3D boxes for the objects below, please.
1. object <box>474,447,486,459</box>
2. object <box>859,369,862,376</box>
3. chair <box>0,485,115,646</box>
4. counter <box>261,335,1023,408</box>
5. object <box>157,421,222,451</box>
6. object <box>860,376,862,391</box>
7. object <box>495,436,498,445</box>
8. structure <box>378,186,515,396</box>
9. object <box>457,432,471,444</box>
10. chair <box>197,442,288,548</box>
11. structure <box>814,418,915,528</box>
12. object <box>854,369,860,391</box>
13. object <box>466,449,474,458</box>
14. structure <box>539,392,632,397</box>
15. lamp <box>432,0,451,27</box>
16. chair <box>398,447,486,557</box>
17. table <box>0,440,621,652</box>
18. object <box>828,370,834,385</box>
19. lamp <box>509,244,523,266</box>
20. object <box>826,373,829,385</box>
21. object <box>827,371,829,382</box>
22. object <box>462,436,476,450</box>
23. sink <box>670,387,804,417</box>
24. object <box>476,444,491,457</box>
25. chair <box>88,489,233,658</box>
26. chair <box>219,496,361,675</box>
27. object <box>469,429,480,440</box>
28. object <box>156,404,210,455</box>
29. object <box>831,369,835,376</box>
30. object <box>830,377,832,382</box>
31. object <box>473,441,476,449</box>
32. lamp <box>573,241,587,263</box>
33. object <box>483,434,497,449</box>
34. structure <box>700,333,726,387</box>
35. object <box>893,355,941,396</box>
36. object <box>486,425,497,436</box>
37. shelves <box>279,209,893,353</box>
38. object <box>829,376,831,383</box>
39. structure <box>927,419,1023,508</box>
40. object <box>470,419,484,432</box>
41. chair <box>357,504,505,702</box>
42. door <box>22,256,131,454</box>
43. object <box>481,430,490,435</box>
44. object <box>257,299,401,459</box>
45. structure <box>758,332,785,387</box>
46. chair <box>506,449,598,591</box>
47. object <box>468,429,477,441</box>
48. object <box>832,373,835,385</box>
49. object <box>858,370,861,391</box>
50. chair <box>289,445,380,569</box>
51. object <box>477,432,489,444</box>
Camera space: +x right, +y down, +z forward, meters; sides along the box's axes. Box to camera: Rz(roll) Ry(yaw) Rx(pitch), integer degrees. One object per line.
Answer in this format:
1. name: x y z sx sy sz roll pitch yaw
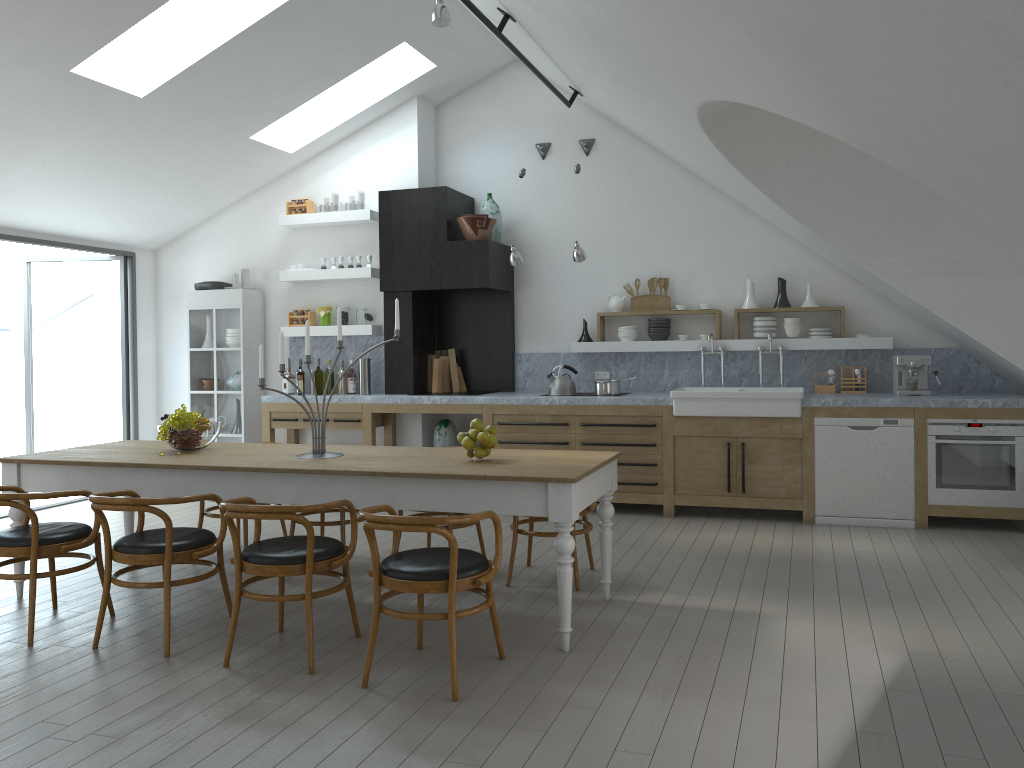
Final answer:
1. object: -0.164 0.350 4.522 0.064 0.063 0.063 0 2 30
2. object: 2.910 -0.028 7.436 0.042 0.192 0.040 -1 1 -22
3. chair: -2.400 0.864 4.442 0.527 0.734 0.622 0 1 22
4. counter: 0.910 -0.156 7.752 6.574 0.619 0.962 0 2 18
5. object: -1.896 0.314 5.226 0.360 0.159 0.360 -1 2 -1
6. object: 2.912 -0.024 7.399 0.022 0.196 0.019 -1 1 19
7. object: -0.098 0.294 4.586 0.053 0.053 0.051 -1 1 10
8. structure: -0.607 -0.854 8.343 1.075 1.884 0.781 0 1 18
9. object: -0.246 0.280 4.573 0.072 0.064 0.071 0 1 12
10. chair: -1.812 0.793 6.045 0.527 0.734 0.622 0 1 18
11. structure: 2.743 0.655 6.959 0.724 0.822 0.599 0 1 18
12. object: 2.885 -0.026 7.394 0.042 0.192 0.040 -1 1 -21
13. object: -0.211 0.356 4.574 0.051 0.050 0.050 0 1 22
14. structure: 0.650 0.111 7.769 0.737 0.041 0.648 0 2 18
15. lamp: -0.416 -2.206 5.217 0.114 0.175 0.113 -1 1 -19
16. chair: -0.434 0.792 5.586 0.527 0.734 0.622 0 1 22
17. table: -1.142 0.793 4.918 3.348 0.799 1.019 0 2 18
18. object: 2.681 -0.025 7.439 0.042 0.192 0.040 -1 1 -35
19. lamp: 0.018 -1.104 7.633 0.115 0.178 0.164 0 2 37
20. object: 2.660 -0.013 7.458 0.044 0.178 0.019 -1 1 -17
21. object: 2.672 -0.023 7.475 0.022 0.196 0.019 -1 1 7
22. object: -0.221 0.302 4.516 0.070 0.072 0.071 -1 1 -17
23. sink: 1.858 0.144 7.262 1.020 0.202 0.728 0 2 18
24. object: -0.147 0.340 4.594 0.078 0.074 0.080 -1 2 -27
25. chair: -1.697 0.862 4.251 0.527 0.734 0.622 0 1 18
26. chair: -1.012 0.862 4.006 0.527 0.734 0.622 -1 1 14
27. object: -0.189 0.257 4.522 0.053 0.057 0.058 0 2 33
28. object: -1.919 0.252 5.205 0.292 0.284 0.394 -1 2 -17
29. object: 2.696 -0.027 7.485 0.042 0.192 0.040 -1 1 -34
30. object: 2.686 -0.023 7.457 0.018 0.196 0.023 -1 1 13
31. object: -0.216 0.316 4.621 0.059 0.056 0.060 0 1 13
32. lamp: 0.565 -1.108 7.447 0.112 0.176 0.169 -1 1 11
33. object: -0.115 0.295 4.533 0.077 0.076 0.076 -1 1 -15
34. structure: 1.746 -0.169 7.592 0.214 0.529 0.333 -1 1 -1
35. object: 3.199 -0.065 6.996 0.324 0.320 0.387 0 2 18
36. object: -0.107 0.244 4.610 0.062 0.059 0.062 0 1 19
37. shelves: 0.486 -0.967 8.116 5.549 1.361 0.480 0 1 13
38. object: 2.682 -0.023 7.478 0.018 0.196 0.020 -1 1 28
39. structure: 3.457 0.559 6.715 0.632 0.636 0.631 0 1 18
40. object: -0.181 0.215 4.574 0.072 0.074 0.072 0 1 18
41. chair: -0.348 0.864 3.713 0.527 0.734 0.622 0 1 21
42. door: -4.399 -0.109 8.963 1.051 2.346 0.080 -1 1 3
43. object: -0.140 0.262 4.570 0.053 0.050 0.053 -1 1 -10
44. object: -0.991 -0.042 4.868 0.775 0.875 0.266 -1 1 -8
45. structure: 2.210 -0.170 7.437 0.214 0.529 0.333 -1 1 -1
46. chair: 0.249 0.792 5.348 0.527 0.734 0.622 0 1 15
47. object: -0.193 0.261 4.622 0.072 0.071 0.066 -1 1 -12
48. object: 2.695 -0.013 7.442 0.019 0.178 0.044 -1 1 3
49. object: 2.901 -0.023 7.399 0.018 0.196 0.020 0 1 41
50. chair: -1.143 0.795 5.759 0.527 0.734 0.622 0 1 15
51. object: -0.147 0.274 4.485 0.062 0.063 0.063 -1 1 -19
